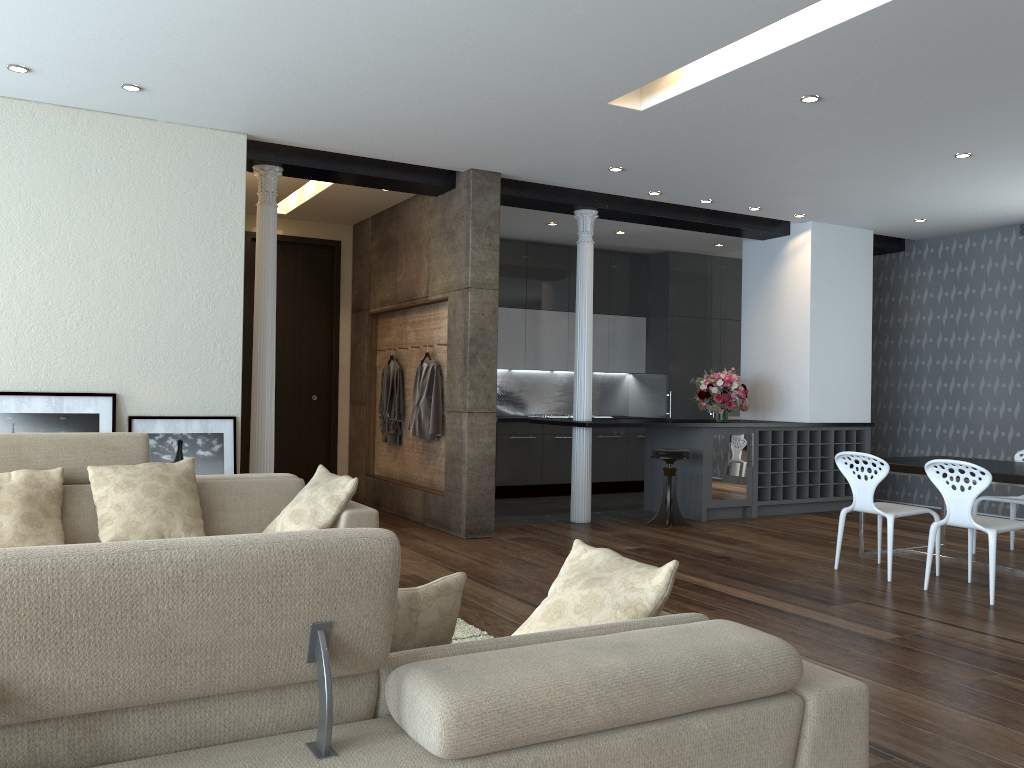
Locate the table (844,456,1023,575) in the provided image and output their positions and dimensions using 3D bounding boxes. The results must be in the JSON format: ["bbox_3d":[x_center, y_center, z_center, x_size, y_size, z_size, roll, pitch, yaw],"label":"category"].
[{"bbox_3d":[3.847,0.947,5.547,1.200,0.733,3.400,1,-1,-29],"label":"table"}]

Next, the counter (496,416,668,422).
[{"bbox_3d":[0.158,0.501,10.468,3.597,0.223,0.807,1,-1,-29],"label":"counter"}]

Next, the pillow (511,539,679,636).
[{"bbox_3d":[0.179,0.635,2.389,0.395,0.393,0.518,1,-1,-25],"label":"pillow"}]

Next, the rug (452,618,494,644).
[{"bbox_3d":[-1.623,1.178,2.639,4.231,0.020,2.972,1,-1,-29],"label":"rug"}]

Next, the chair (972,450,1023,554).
[{"bbox_3d":[3.949,0.910,6.821,0.581,0.835,0.495,1,-1,-29],"label":"chair"}]

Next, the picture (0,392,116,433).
[{"bbox_3d":[-3.110,0.620,5.511,1.183,1.140,0.225,1,-1,-29],"label":"picture"}]

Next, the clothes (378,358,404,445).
[{"bbox_3d":[-1.215,0.170,8.773,0.141,0.855,0.569,1,-1,-29],"label":"clothes"}]

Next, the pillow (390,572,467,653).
[{"bbox_3d":[-0.371,0.598,1.814,0.534,0.439,0.301,1,-1,-25],"label":"pillow"}]

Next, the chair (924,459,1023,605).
[{"bbox_3d":[2.866,0.876,5.452,0.581,0.835,0.495,1,-1,-29],"label":"chair"}]

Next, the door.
[{"bbox_3d":[-2.393,-0.164,9.504,1.037,2.814,0.246,1,-1,-29],"label":"door"}]

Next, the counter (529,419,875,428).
[{"bbox_3d":[2.029,0.398,9.048,3.700,0.040,1.000,1,-1,-29],"label":"counter"}]

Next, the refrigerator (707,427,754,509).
[{"bbox_3d":[2.106,0.804,8.596,0.578,0.774,0.075,1,-1,-25],"label":"refrigerator"}]

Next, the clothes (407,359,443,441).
[{"bbox_3d":[-0.788,0.144,7.982,0.173,0.735,0.700,1,-1,-30],"label":"clothes"}]

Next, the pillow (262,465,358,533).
[{"bbox_3d":[-1.030,0.636,4.576,0.395,0.393,0.518,1,-1,-32],"label":"pillow"}]

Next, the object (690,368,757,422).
[{"bbox_3d":[2.136,0.105,8.993,0.544,0.552,0.570,1,-1,-23],"label":"object"}]

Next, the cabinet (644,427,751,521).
[{"bbox_3d":[1.871,0.863,8.960,0.642,0.897,0.900,1,-1,-29],"label":"cabinet"}]

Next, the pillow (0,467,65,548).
[{"bbox_3d":[-2.350,0.596,4.103,0.519,0.416,0.368,1,-1,-33],"label":"pillow"}]

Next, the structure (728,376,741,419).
[{"bbox_3d":[2.806,0.190,11.794,0.595,0.596,0.591,1,-1,-29],"label":"structure"}]

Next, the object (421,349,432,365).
[{"bbox_3d":[-0.763,-0.243,7.984,0.010,0.219,0.430,1,-1,-29],"label":"object"}]

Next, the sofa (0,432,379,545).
[{"bbox_3d":[-2.028,0.722,4.281,2.581,0.950,1.021,1,-1,-29],"label":"sofa"}]

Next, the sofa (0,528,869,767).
[{"bbox_3d":[-0.603,0.722,1.701,2.581,0.950,1.021,1,-1,-29],"label":"sofa"}]

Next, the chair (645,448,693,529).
[{"bbox_3d":[2.350,1.058,4.875,16.134,0.952,21.556,1,-1,-29],"label":"chair"}]

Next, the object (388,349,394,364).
[{"bbox_3d":[-1.189,-0.243,8.779,0.010,0.219,0.430,1,-1,-29],"label":"object"}]

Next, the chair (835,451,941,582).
[{"bbox_3d":[2.531,0.877,6.069,0.581,0.835,0.495,1,-1,-29],"label":"chair"}]

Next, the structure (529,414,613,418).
[{"bbox_3d":[0.708,0.404,10.724,0.900,0.066,0.520,1,-1,-29],"label":"structure"}]

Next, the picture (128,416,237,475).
[{"bbox_3d":[-2.225,0.715,6.016,0.700,0.988,0.195,1,-1,-29],"label":"picture"}]

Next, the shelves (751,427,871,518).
[{"bbox_3d":[2.896,0.887,9.526,1.700,0.897,0.900,1,-1,-29],"label":"shelves"}]

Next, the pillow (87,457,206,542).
[{"bbox_3d":[-1.810,0.598,4.417,0.534,0.439,0.301,1,-1,-32],"label":"pillow"}]

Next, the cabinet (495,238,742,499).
[{"bbox_3d":[1.843,-0.162,11.388,7.409,2.980,0.827,1,-1,-29],"label":"cabinet"}]
